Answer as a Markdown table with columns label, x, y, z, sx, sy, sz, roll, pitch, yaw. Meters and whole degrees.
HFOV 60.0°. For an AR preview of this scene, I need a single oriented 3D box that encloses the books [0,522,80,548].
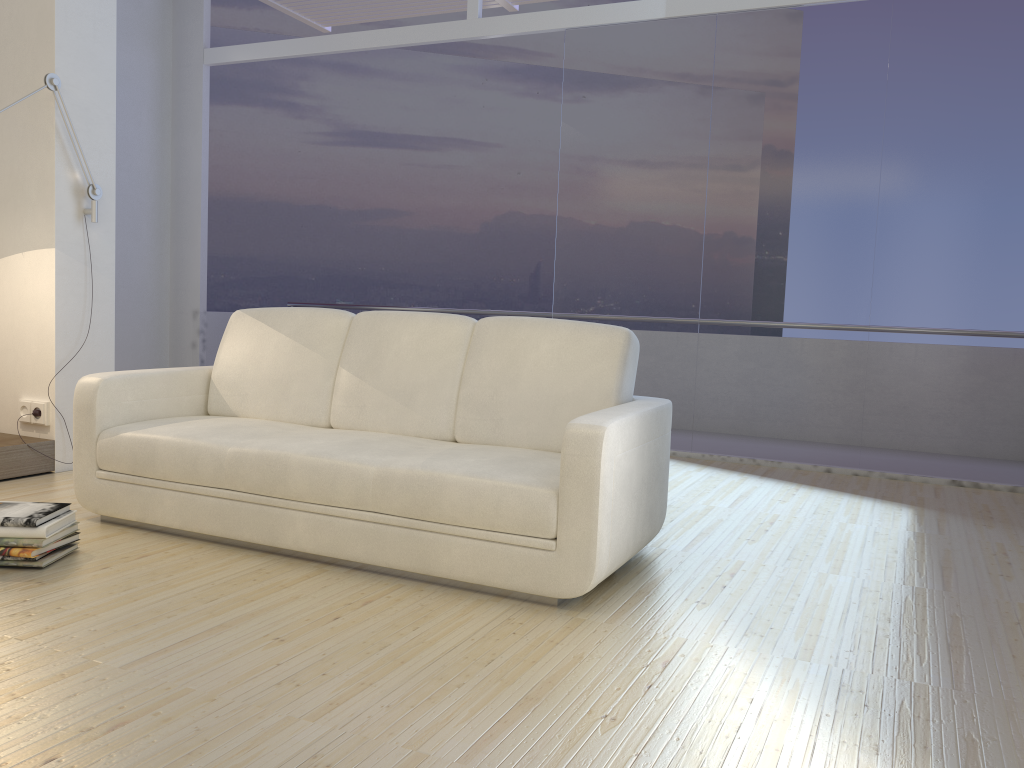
| label | x | y | z | sx | sy | sz | roll | pitch | yaw |
| --- | --- | --- | --- | --- | --- | --- | --- | --- | --- |
| books | -1.644 | 0.489 | 2.914 | 0.328 | 0.027 | 0.247 | 2 | 5 | 0 |

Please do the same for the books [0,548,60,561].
| label | x | y | z | sx | sy | sz | roll | pitch | yaw |
| --- | --- | --- | --- | --- | --- | --- | --- | --- | --- |
| books | -1.652 | 0.538 | 2.918 | 0.287 | 0.018 | 0.247 | 2 | 5 | -2 |

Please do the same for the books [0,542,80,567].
| label | x | y | z | sx | sy | sz | roll | pitch | yaw |
| --- | --- | --- | --- | --- | --- | --- | --- | --- | --- |
| books | -1.646 | 0.556 | 2.919 | 0.328 | 0.018 | 0.247 | 2 | 5 | 0 |

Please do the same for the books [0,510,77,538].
| label | x | y | z | sx | sy | sz | roll | pitch | yaw |
| --- | --- | --- | --- | --- | --- | --- | --- | --- | --- |
| books | -1.642 | 0.457 | 2.911 | 0.319 | 0.038 | 0.247 | 2 | 5 | -4 |

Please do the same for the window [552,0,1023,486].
| label | x | y | z | sx | sy | sz | roll | pitch | yaw |
| --- | --- | --- | --- | --- | --- | --- | --- | --- | --- |
| window | 1.652 | -0.882 | 5.333 | 2.988 | 2.706 | 0.012 | 4 | 5 | 24 |

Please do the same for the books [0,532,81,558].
| label | x | y | z | sx | sy | sz | roll | pitch | yaw |
| --- | --- | --- | --- | --- | --- | --- | --- | --- | --- |
| books | -1.626 | 0.518 | 2.913 | 0.287 | 0.025 | 0.247 | 3 | 5 | 9 |

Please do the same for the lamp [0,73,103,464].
| label | x | y | z | sx | sy | sz | roll | pitch | yaw |
| --- | --- | --- | --- | --- | --- | --- | --- | --- | --- |
| lamp | -2.278 | -0.510 | 4.025 | 0.204 | 1.841 | 0.891 | 4 | 5 | 20 |

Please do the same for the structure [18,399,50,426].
| label | x | y | z | sx | sy | sz | roll | pitch | yaw |
| --- | --- | --- | --- | --- | --- | --- | --- | --- | --- |
| structure | -2.343 | 0.138 | 4.339 | 0.206 | 0.114 | 0.028 | 4 | 5 | 24 |

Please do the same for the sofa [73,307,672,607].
| label | x | y | z | sx | sy | sz | roll | pitch | yaw |
| --- | --- | --- | --- | --- | --- | --- | --- | --- | --- |
| sofa | -0.536 | 0.149 | 3.402 | 2.166 | 0.862 | 0.941 | 4 | 5 | 24 |

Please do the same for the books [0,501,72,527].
| label | x | y | z | sx | sy | sz | roll | pitch | yaw |
| --- | --- | --- | --- | --- | --- | --- | --- | --- | --- |
| books | -1.647 | 0.425 | 2.909 | 0.287 | 0.025 | 0.247 | 2 | 5 | -2 |
